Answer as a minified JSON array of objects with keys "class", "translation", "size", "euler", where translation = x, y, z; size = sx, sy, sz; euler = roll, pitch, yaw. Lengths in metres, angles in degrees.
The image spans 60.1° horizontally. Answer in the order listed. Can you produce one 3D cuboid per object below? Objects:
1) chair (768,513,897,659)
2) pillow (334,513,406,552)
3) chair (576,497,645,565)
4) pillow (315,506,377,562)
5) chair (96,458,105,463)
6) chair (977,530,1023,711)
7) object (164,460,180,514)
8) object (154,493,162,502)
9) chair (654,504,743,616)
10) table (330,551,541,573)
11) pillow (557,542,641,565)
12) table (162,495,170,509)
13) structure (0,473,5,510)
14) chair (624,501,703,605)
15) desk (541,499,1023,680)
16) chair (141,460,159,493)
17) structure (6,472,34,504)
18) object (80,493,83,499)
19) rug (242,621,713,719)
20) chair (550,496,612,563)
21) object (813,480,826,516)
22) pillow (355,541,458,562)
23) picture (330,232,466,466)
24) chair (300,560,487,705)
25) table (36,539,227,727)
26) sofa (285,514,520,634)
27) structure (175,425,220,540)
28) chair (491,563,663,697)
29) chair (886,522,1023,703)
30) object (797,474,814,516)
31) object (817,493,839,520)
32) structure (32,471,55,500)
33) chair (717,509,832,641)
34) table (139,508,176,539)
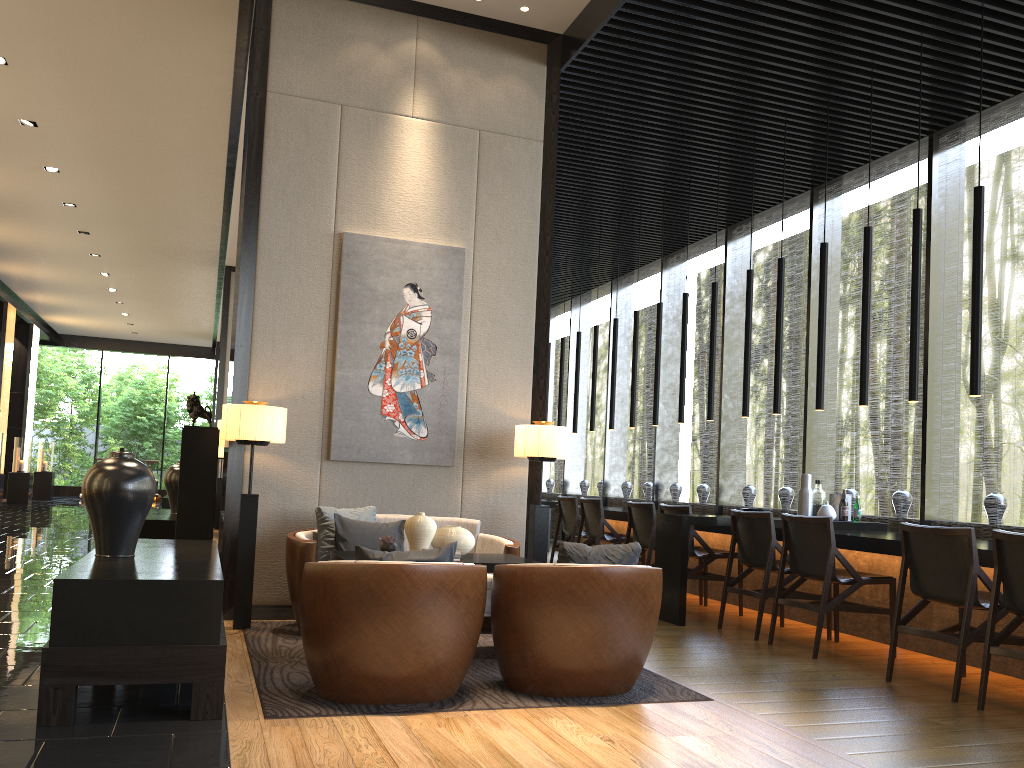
[{"class":"chair","translation":[1.959,1.225,5.449],"size":[0.564,0.824,0.527],"euler":[4,-4,-19]},{"class":"pillow","translation":[-0.871,0.971,5.390],"size":[0.472,0.360,0.220],"euler":[5,-4,-22]},{"class":"chair","translation":[0.912,1.509,8.446],"size":[0.564,0.824,0.527],"euler":[4,-4,-19]},{"class":"pillow","translation":[-1.017,0.956,5.504],"size":[0.434,0.398,0.201],"euler":[7,-5,-41]},{"class":"chair","translation":[-10.864,2.501,23.496],"size":[0.521,1.072,0.537],"euler":[4,-4,-19]},{"class":"chair","translation":[2.483,1.083,3.951],"size":[0.564,0.824,0.527],"euler":[4,-4,-19]},{"class":"object","translation":[-2.935,0.909,7.878],"size":[0.312,0.491,0.312],"euler":[6,-5,-38]},{"class":"object","translation":[-9.291,2.938,22.960],"size":[0.370,0.228,0.371],"euler":[-2,-7,43]},{"class":"chair","translation":[1.436,1.367,6.948],"size":[0.564,0.824,0.527],"euler":[4,-4,-19]},{"class":"table","translation":[-0.419,1.183,4.721],"size":[1.043,0.515,0.577],"euler":[5,-5,-19]},{"class":"pillow","translation":[0.369,0.876,3.939],"size":[0.399,0.361,0.223],"euler":[4,-4,-18]},{"class":"table","translation":[-4.637,1.857,12.585],"size":[0.621,0.511,1.966],"euler":[4,-6,-19]},{"class":"structure","translation":[-9.400,1.929,15.889],"size":[0.403,0.655,0.403],"euler":[4,-4,-19]},{"class":"chair","translation":[1.246,1.418,7.490],"size":[0.564,0.824,0.527],"euler":[4,-4,-19]},{"class":"desk","translation":[0.325,1.823,11.241],"size":[1.782,0.757,28.818],"euler":[5,-7,-19]},{"class":"chair","translation":[-9.801,2.592,23.865],"size":[0.521,1.072,0.537],"euler":[4,-4,-19]},{"class":"structure","translation":[-10.369,2.192,18.660],"size":[0.403,0.655,0.403],"euler":[4,-4,-19]},{"class":"object","translation":[-10.751,2.816,22.473],"size":[0.369,0.228,0.371],"euler":[3,-5,-2]},{"class":"rug","translation":[-0.382,1.443,4.722],"size":[1.960,0.008,2.248],"euler":[5,-7,-19]},{"class":"chair","translation":[0.722,1.560,8.989],"size":[0.564,0.824,0.527],"euler":[4,-4,-19]},{"class":"object","translation":[2.365,0.894,6.842],"size":[0.129,0.304,0.129],"euler":[5,-4,-33]},{"class":"pillow","translation":[-0.440,0.811,3.656],"size":[0.442,0.337,0.205],"euler":[4,-4,-12]},{"class":"picture","translation":[-0.752,-0.219,5.925],"size":[0.835,1.497,0.037],"euler":[4,-3,-19]},{"class":"chair","translation":[-0.486,1.033,3.759],"size":[0.805,0.602,0.608],"euler":[4,-5,-19]},{"class":"table","translation":[-1.682,1.055,4.132],"size":[0.621,0.511,1.966],"euler":[4,-6,-19]},{"class":"sofa","translation":[-0.679,1.173,5.510],"size":[1.451,0.691,0.604],"euler":[5,-5,-19]},{"class":"structure","translation":[-2.159,0.900,6.039],"size":[0.240,1.214,0.240],"euler":[4,-3,-19]},{"class":"chair","translation":[0.321,1.102,4.039],"size":[0.805,0.602,0.608],"euler":[4,-5,-19]},{"class":"chair","translation":[2.294,1.134,4.493],"size":[0.564,0.824,0.527],"euler":[4,-4,-19]},{"class":"object","translation":[2.240,0.859,6.753],"size":[0.113,0.343,0.113],"euler":[4,-4,-24]},{"class":"object","translation":[2.372,0.918,6.665],"size":[0.136,0.217,0.136],"euler":[5,-5,-32]},{"class":"structure","translation":[-11.337,2.454,21.430],"size":[0.403,0.655,0.403],"euler":[4,-4,-19]},{"class":"chair","translation":[1.770,1.276,5.992],"size":[0.564,0.824,0.527],"euler":[4,-4,-19]},{"class":"table","translation":[-2.957,1.401,7.781],"size":[0.621,0.511,1.966],"euler":[4,-6,-19]}]
